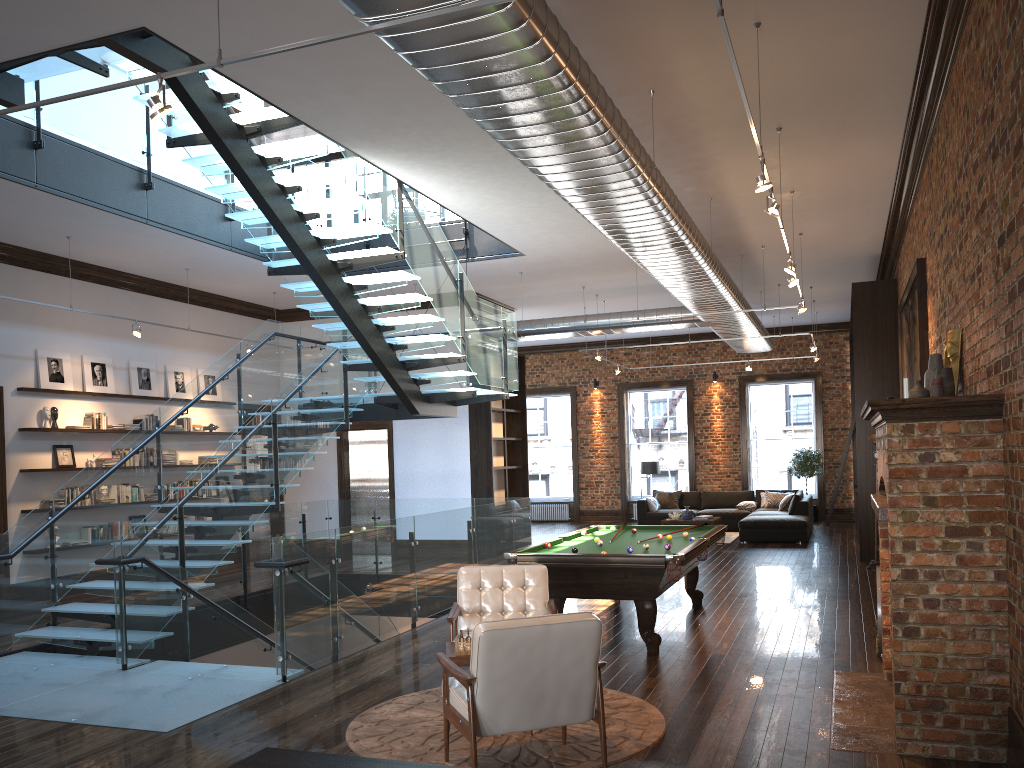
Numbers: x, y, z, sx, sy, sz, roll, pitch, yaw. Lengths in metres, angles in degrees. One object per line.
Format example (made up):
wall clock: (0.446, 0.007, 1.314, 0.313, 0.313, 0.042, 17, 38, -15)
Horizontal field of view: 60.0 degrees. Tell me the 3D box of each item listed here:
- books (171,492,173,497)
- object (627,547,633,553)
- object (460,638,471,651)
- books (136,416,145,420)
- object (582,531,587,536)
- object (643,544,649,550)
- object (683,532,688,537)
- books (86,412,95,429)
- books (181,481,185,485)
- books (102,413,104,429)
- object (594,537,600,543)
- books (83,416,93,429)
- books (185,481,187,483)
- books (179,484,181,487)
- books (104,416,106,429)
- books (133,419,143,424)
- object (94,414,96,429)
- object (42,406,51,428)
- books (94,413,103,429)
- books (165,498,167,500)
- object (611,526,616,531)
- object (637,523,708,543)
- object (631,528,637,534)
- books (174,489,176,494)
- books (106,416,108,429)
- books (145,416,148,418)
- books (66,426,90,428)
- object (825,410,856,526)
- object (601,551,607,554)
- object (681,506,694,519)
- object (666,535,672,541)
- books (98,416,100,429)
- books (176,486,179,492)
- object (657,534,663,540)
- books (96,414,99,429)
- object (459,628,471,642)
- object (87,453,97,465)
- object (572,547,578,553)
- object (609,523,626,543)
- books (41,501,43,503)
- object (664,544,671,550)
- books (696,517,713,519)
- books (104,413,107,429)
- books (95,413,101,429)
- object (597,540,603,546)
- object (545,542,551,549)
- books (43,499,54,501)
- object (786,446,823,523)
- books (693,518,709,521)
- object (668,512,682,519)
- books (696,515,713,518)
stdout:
books: (-5.111, 1.626, 13.216, 0.132, 0.178, 0.035, -2, 0, 21)
object: (1.025, 1.440, 7.699, 0.057, 0.057, 0.057, -3, -2, 25)
object: (-0.148, 1.537, 5.325, 0.334, 0.101, 0.076, -1, -2, -4)
books: (-5.318, 0.563, 12.707, 0.156, 0.208, 0.022, -2, 0, 21)
object: (0.767, 1.589, 9.421, 0.057, 0.057, 0.057, -3, -2, 19)
object: (1.197, 1.452, 7.914, 0.057, 0.057, 0.057, 0, -3, -30)
object: (1.749, 1.519, 8.943, 0.057, 0.057, 0.057, -1, -2, -24)
books: (-5.645, 0.495, 11.869, 0.143, 0.228, 0.014, -2, 0, 21)
books: (-5.014, 1.602, 13.453, 0.128, 0.259, 0.035, -2, 0, 21)
books: (-5.589, 0.506, 12.029, 0.112, 0.229, 0.024, -2, 0, 21)
object: (0.829, 1.523, 8.646, 0.057, 0.057, 0.057, 0, -3, -32)
books: (-5.663, 0.520, 11.842, 0.129, 0.175, 0.050, -2, 0, 21)
books: (-5.002, 1.603, 13.475, 0.128, 0.259, 0.035, -2, 0, 21)
books: (-5.053, 1.614, 13.385, 0.142, 0.224, 0.014, -2, 0, 21)
books: (-5.576, 0.533, 12.056, 0.132, 0.178, 0.035, -2, 0, 21)
books: (-5.336, 0.583, 12.654, 0.167, 0.161, 0.037, -3, 0, 21)
object: (-5.637, 0.506, 11.879, 0.154, 0.206, 0.010, -2, 0, 21)
object: (-5.897, 0.427, 11.239, 0.098, 0.288, 0.098, -2, 0, -27)
books: (-5.596, 0.503, 11.983, 0.133, 0.228, 0.025, -2, 0, 21)
books: (-5.156, 1.604, 13.054, 0.164, 0.198, 0.029, -2, 0, 21)
object: (1.128, 1.616, 9.893, 0.058, 0.057, 0.057, -3, -2, 21)
object: (1.682, 1.531, 9.168, 0.028, 0.072, 1.606, -2, -4, 36)
object: (1.312, 1.581, 9.533, 0.057, 0.057, 0.057, -1, -2, -21)
books: (-5.084, 1.605, 13.287, 0.115, 0.229, 0.025, -2, 0, 21)
books: (-5.566, 0.534, 12.092, 0.129, 0.181, 0.012, -2, 0, 21)
books: (-5.303, 0.567, 12.778, 0.154, 0.211, 0.023, -2, 0, 21)
books: (-5.718, 0.569, 11.679, 0.142, 0.011, 0.255, -4, -5, 22)
object: (7.021, 1.449, 18.659, 0.897, 3.074, 0.495, -2, 0, 21)
object: (0.763, 1.421, 7.376, 0.057, 0.057, 0.057, -4, -3, 38)
object: (3.389, 2.489, 17.147, 0.215, 0.251, 0.216, 0, -2, -37)
object: (1.538, 1.504, 8.677, 0.057, 0.057, 0.057, -3, -2, 21)
books: (-5.612, 0.524, 11.922, 0.157, 0.177, 0.029, -2, 0, 21)
books: (-5.064, 1.605, 13.327, 0.136, 0.235, 0.014, -2, 0, 21)
object: (1.463, 1.514, 8.767, 0.057, 0.057, 0.057, -1, -2, -14)
books: (-5.621, 0.511, 11.894, 0.164, 0.198, 0.029, -2, 0, 21)
object: (-0.168, 1.559, 5.582, 0.334, 0.101, 0.076, -1, -2, -4)
object: (-5.640, 1.026, 11.902, 0.122, 0.187, 0.059, -1, -1, -34)
object: (0.552, 1.460, 7.778, 0.057, 0.057, 0.057, -3, -2, 25)
object: (1.124, 1.566, 9.377, 0.028, 0.072, 1.609, -2, -5, 12)
books: (-5.839, 1.495, 11.263, 0.143, 0.028, 0.219, -4, -5, 25)
object: (1.374, 1.439, 7.829, 0.057, 0.057, 0.057, -4, -3, 42)
books: (3.715, 2.591, 17.138, 0.261, 0.024, 0.206, 1, -6, -35)
books: (-5.575, 0.508, 12.081, 0.119, 0.232, 0.014, -2, 0, 21)
books: (-5.597, 0.505, 11.938, 0.164, 0.216, 0.012, -2, 0, 21)
object: (0.827, 1.497, 8.331, 0.057, 0.057, 0.057, -1, -2, -9)
object: (0.335, 1.509, 8.282, 0.057, 0.057, 0.057, -1, -2, -22)
books: (-5.836, 1.475, 11.282, 0.135, 0.014, 0.216, -3, -5, 20)
object: (6.513, 2.318, 19.711, 0.813, 1.863, 0.800, -2, -1, 29)
books: (3.576, 2.570, 16.819, 0.261, 0.024, 0.206, -2, -5, -2)
object: (3.149, 2.534, 17.061, 0.218, 0.159, 0.220, 0, -3, -27)
books: (3.713, 2.565, 17.131, 0.262, 0.028, 0.206, 2, -6, -37)
